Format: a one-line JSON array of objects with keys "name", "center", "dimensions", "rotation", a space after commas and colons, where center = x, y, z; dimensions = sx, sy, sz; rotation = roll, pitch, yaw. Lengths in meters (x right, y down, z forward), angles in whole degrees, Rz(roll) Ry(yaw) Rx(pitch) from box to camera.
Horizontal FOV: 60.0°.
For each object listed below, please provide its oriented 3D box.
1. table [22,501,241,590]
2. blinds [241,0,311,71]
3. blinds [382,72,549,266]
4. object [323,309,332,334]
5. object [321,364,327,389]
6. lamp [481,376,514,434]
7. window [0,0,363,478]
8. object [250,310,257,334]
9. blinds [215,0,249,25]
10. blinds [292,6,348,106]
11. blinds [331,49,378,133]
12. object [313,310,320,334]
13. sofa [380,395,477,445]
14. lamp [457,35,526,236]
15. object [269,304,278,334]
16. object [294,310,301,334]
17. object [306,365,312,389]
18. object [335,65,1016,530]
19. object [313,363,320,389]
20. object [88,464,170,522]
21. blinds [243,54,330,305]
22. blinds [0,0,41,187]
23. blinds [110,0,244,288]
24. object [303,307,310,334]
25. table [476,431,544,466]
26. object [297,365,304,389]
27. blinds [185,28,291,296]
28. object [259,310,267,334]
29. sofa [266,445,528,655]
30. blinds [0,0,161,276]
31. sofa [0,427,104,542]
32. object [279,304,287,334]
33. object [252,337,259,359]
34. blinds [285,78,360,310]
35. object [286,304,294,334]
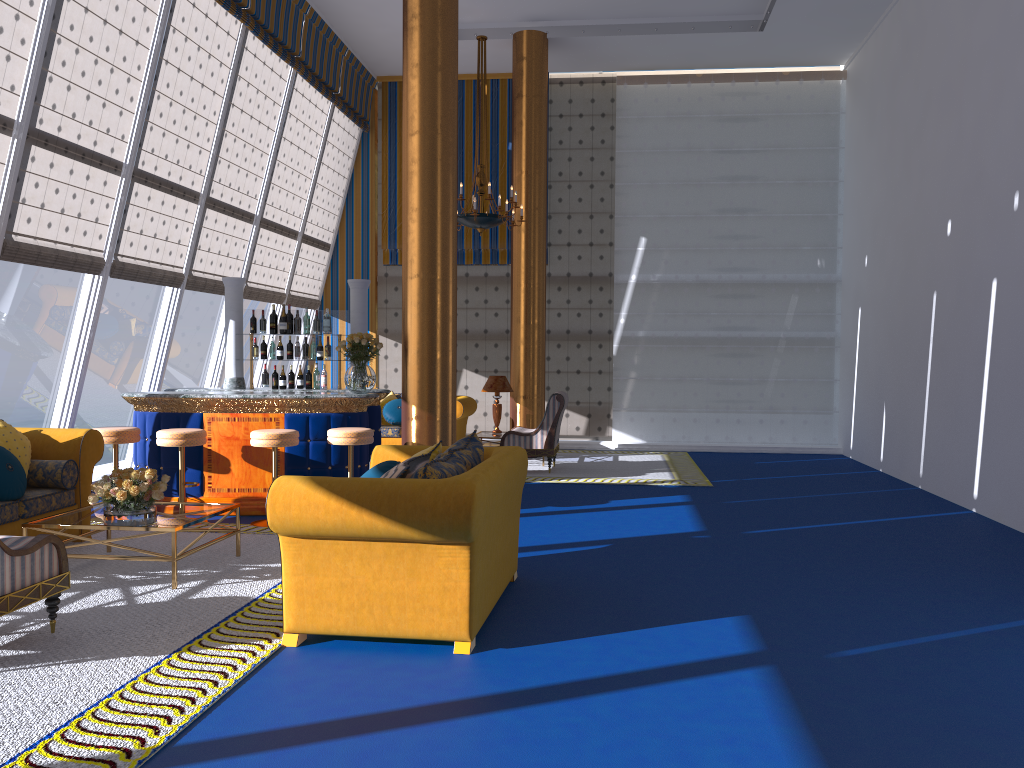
[{"name": "table", "center": [-2.430, 1.022, 5.775], "dimensions": [0.972, 0.369, 0.908], "rotation": [1, 2, 6]}, {"name": "blinds", "center": [-2.784, -4.300, 10.369], "dimensions": [0.338, 0.830, 1.527], "rotation": [1, 2, 7]}, {"name": "blinds", "center": [-0.749, -3.367, 14.026], "dimensions": [2.655, 2.991, 0.152], "rotation": [1, 2, 6]}, {"name": "object", "center": [-1.879, -0.637, 9.027], "dimensions": [0.092, 0.259, 0.091], "rotation": [0, 2, -10]}, {"name": "object", "center": [-1.918, -0.074, 9.064], "dimensions": [0.061, 0.258, 0.061], "rotation": [1, 2, 7]}, {"name": "lamp", "center": [-0.200, 0.280, 12.084], "dimensions": [0.448, 0.783, 0.445], "rotation": [0, 2, -9]}, {"name": "window", "center": [-3.949, -1.770, 6.957], "dimensions": [1.615, 5.858, 15.495], "rotation": [1, 2, 7]}, {"name": "object", "center": [-2.629, -0.634, 9.020], "dimensions": [0.065, 0.244, 0.066], "rotation": [1, 2, 10]}, {"name": "blinds", "center": [-2.975, -4.257, 8.834], "dimensions": [0.338, 0.830, 1.527], "rotation": [1, 2, 7]}, {"name": "blinds", "center": [-2.593, -4.343, 11.899], "dimensions": [0.338, 0.830, 1.527], "rotation": [1, 2, 7]}, {"name": "blinds", "center": [-2.403, -4.387, 13.433], "dimensions": [0.338, 0.830, 1.527], "rotation": [1, 2, 7]}, {"name": "object", "center": [-1.982, -0.628, 8.997], "dimensions": [0.073, 0.246, 0.071], "rotation": [-1, 3, -34]}, {"name": "sofa", "center": [-1.495, 0.595, 12.697], "dimensions": [1.842, 0.854, 1.014], "rotation": [1, 2, 8]}, {"name": "lamp", "center": [-0.377, -3.035, 10.901], "dimensions": [1.065, 2.422, 1.052], "rotation": [0, 2, -16]}, {"name": "object", "center": [-2.414, -0.657, 8.983], "dimensions": [0.081, 0.303, 0.081], "rotation": [1, 2, 12]}, {"name": "object", "center": [-2.172, -0.626, 8.985], "dimensions": [0.077, 0.248, 0.075], "rotation": [-1, 3, -30]}, {"name": "object", "center": [-2.070, -0.068, 9.038], "dimensions": [0.066, 0.244, 0.065], "rotation": [0, 2, -12]}, {"name": "object", "center": [-0.158, -6.973, 6.056], "dimensions": [62.978, 33.616, 63.545], "rotation": [1, 2, 13]}, {"name": "object", "center": [-1.996, -0.079, 9.062], "dimensions": [0.069, 0.269, 0.068], "rotation": [-1, 3, -33]}, {"name": "object", "center": [-2.433, 0.690, 5.660], "dimensions": [0.457, 0.388, 0.501], "rotation": [0, 2, -12]}, {"name": "blinds", "center": [-2.993, -2.824, 12.143], "dimensions": [0.872, 3.395, 1.368], "rotation": [1, 2, 7]}, {"name": "blinds", "center": [-3.740, -2.655, 6.135], "dimensions": [0.872, 3.395, 1.368], "rotation": [1, 2, 7]}, {"name": "blinds", "center": [-3.366, -2.740, 9.146], "dimensions": [0.872, 3.395, 1.368], "rotation": [1, 2, 7]}, {"name": "object", "center": [-2.076, -0.639, 8.968], "dimensions": [0.069, 0.271, 0.069], "rotation": [1, 2, 17]}, {"name": "table", "center": [-0.012, 0.862, 11.904], "dimensions": [0.972, 0.369, 0.908], "rotation": [1, 2, 6]}, {"name": "object", "center": [-2.153, -0.072, 9.026], "dimensions": [0.069, 0.244, 0.068], "rotation": [0, 2, -12]}, {"name": "blinds", "center": [-3.184, -2.781, 10.609], "dimensions": [0.872, 3.395, 1.368], "rotation": [1, 2, 7]}, {"name": "object", "center": [-2.541, -0.634, 9.055], "dimensions": [0.073, 0.246, 0.071], "rotation": [-1, 3, -34]}, {"name": "sofa", "center": [-0.526, 0.829, 4.962], "dimensions": [1.008, 0.854, 1.852], "rotation": [1, 2, 8]}, {"name": "blinds", "center": [-3.555, -2.697, 7.625], "dimensions": [0.872, 3.395, 1.368], "rotation": [1, 2, 7]}, {"name": "sofa", "center": [-3.740, 0.761, 5.988], "dimensions": [0.999, 0.854, 1.849], "rotation": [1, 2, 7]}, {"name": "object", "center": [-2.309, -0.656, 8.972], "dimensions": [0.085, 0.303, 0.085], "rotation": [0, 2, 1]}, {"name": "object", "center": [-2.592, -0.360, 8.962], "dimensions": [0.066, 0.225, 0.065], "rotation": [-1, 2, -24]}, {"name": "blinds", "center": [-2.810, -2.866, 13.618], "dimensions": [0.872, 3.395, 1.368], "rotation": [1, 2, 7]}, {"name": "object", "center": [-2.257, -0.657, 8.992], "dimensions": [0.080, 0.303, 0.082], "rotation": [1, 2, 23]}]
